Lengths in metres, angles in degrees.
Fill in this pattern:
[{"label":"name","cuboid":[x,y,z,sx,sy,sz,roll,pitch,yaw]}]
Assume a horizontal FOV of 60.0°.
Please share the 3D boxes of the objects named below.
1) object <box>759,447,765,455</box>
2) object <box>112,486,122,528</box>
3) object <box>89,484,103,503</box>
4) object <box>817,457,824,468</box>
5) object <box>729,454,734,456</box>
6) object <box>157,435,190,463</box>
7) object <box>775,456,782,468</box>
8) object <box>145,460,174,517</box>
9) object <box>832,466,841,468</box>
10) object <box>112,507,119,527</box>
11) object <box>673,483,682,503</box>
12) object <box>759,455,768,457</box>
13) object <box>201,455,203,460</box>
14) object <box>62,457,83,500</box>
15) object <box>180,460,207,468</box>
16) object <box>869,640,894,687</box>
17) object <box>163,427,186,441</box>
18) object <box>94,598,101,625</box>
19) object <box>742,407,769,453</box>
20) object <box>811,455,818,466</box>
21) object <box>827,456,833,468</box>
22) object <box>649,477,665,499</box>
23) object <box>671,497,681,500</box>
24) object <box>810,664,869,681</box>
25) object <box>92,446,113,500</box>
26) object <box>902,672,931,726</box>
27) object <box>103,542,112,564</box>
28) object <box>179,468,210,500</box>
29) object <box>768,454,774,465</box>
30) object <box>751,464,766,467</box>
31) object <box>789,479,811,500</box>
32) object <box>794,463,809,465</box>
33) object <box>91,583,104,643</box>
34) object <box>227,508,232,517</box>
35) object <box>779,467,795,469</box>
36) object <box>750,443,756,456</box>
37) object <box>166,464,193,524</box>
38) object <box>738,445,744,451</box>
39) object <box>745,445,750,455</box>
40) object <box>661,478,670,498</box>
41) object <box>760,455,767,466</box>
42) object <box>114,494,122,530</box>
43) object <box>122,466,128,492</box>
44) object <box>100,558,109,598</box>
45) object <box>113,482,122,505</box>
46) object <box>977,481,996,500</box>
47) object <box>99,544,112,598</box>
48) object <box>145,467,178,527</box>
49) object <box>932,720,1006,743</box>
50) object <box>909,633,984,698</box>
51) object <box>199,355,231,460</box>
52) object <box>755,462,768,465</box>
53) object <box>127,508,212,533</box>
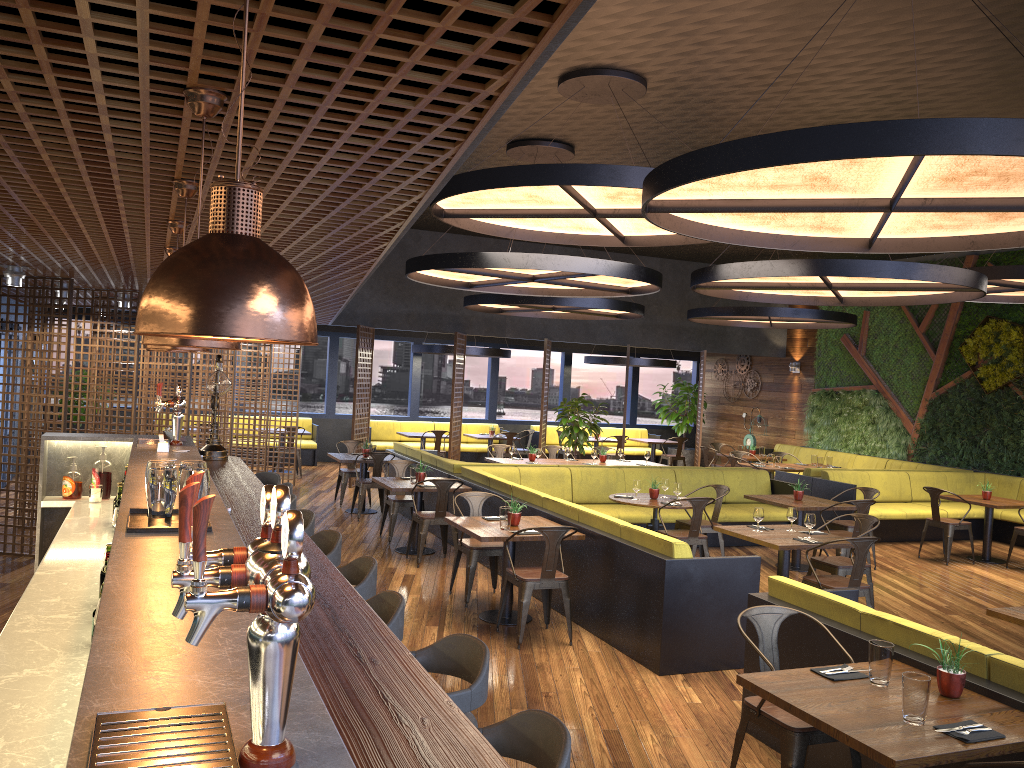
[{"label":"object","cuboid":[4.596,1.246,16.303,0.102,0.178,0.102,3,1,13]},{"label":"object","cuboid":[-2.404,0.749,5.423,0.063,0.254,0.063,3,1,31]},{"label":"object","cuboid":[-2.952,0.777,6.287,0.088,0.123,0.088,3,1,-17]},{"label":"object","cuboid":[5.054,1.288,14.555,0.102,0.178,0.102,3,1,13]},{"label":"object","cuboid":[4.081,1.299,16.232,0.157,0.019,0.255,3,1,-23]},{"label":"object","cuboid":[-2.037,0.385,5.363,0.200,0.106,0.766,3,1,-22]},{"label":"object","cuboid":[4.268,1.248,14.233,0.102,0.178,0.102,3,1,13]},{"label":"object","cuboid":[-1.318,0.393,3.317,0.105,0.209,0.105,3,1,13]},{"label":"object","cuboid":[5.401,1.384,14.847,0.157,0.019,0.255,3,1,-23]},{"label":"object","cuboid":[-2.171,0.790,4.924,0.097,0.206,0.097,3,1,9]},{"label":"object","cuboid":[1.739,1.146,9.319,0.097,0.206,0.097,3,1,3]},{"label":"object","cuboid":[4.719,1.332,16.411,0.157,0.019,0.255,3,1,-23]},{"label":"object","cuboid":[-2.257,0.615,6.413,0.114,0.203,0.069,3,1,12]},{"label":"object","cuboid":[-3.163,0.674,6.390,0.133,0.301,0.133,3,1,-17]},{"label":"object","cuboid":[-1.215,0.398,3.367,0.105,0.209,0.105,3,1,13]},{"label":"object","cuboid":[1.581,1.201,3.806,0.102,0.178,0.102,3,1,-37]},{"label":"object","cuboid":[-2.433,0.361,6.388,0.177,0.091,0.091,4,1,43]},{"label":"object","cuboid":[-1.405,0.850,3.091,0.097,0.206,0.097,3,1,9]},{"label":"object","cuboid":[5.211,1.300,19.079,0.459,1.615,0.848,3,1,-22]},{"label":"object","cuboid":[5.087,1.286,14.935,0.102,0.178,0.102,3,1,-37]},{"label":"object","cuboid":[5.278,1.299,14.739,0.102,0.178,0.102,3,1,-37]},{"label":"object","cuboid":[1.525,1.097,9.525,0.238,0.271,0.260,3,1,-1]},{"label":"object","cuboid":[1.820,1.242,9.613,0.255,0.019,0.157,3,1,-20]},{"label":"object","cuboid":[1.469,1.274,3.934,0.255,0.019,0.157,3,1,-23]},{"label":"object","cuboid":[-2.970,0.642,6.429,0.133,0.385,0.133,3,1,17]},{"label":"object","cuboid":[1.538,1.203,3.384,0.102,0.178,0.102,3,1,13]},{"label":"object","cuboid":[-1.792,0.820,3.993,0.097,0.206,0.097,3,1,27]},{"label":"object","cuboid":[-1.125,0.405,3.136,0.105,0.209,0.105,3,1,13]},{"label":"object","cuboid":[4.260,1.244,14.597,0.102,0.178,0.102,3,1,-37]},{"label":"object","cuboid":[3.939,1.310,14.251,0.157,0.019,0.255,3,1,-23]},{"label":"object","cuboid":[3.275,1.187,10.089,0.260,0.271,0.238,3,1,13]},{"label":"object","cuboid":[4.905,1.356,14.996,0.157,0.019,0.255,3,1,-23]},{"label":"object","cuboid":[-1.473,0.836,3.218,0.088,0.224,0.088,3,1,7]},{"label":"object","cuboid":[-1.343,0.686,4.187,0.069,0.203,0.114,3,1,-33]},{"label":"object","cuboid":[4.371,1.335,14.107,0.255,0.019,0.157,3,1,-23]},{"label":"object","cuboid":[4.421,1.190,16.296,0.238,0.271,0.260,3,1,-1]},{"label":"object","cuboid":[-1.215,0.399,3.229,0.105,0.209,0.105,3,1,13]},{"label":"object","cuboid":[4.212,1.225,16.338,0.102,0.178,0.102,3,1,-37]},{"label":"object","cuboid":[4.372,1.232,16.487,0.102,0.178,0.102,3,1,13]},{"label":"object","cuboid":[1.673,1.139,9.698,0.097,0.206,0.097,3,1,16]},{"label":"object","cuboid":[4.071,1.236,14.357,0.102,0.178,0.102,3,1,-37]},{"label":"object","cuboid":[-2.320,0.770,5.294,0.088,0.224,0.088,3,1,22]},{"label":"object","cuboid":[-2.783,0.719,6.395,0.063,0.254,0.063,3,1,-35]},{"label":"object","cuboid":[-1.587,0.812,3.496,0.063,0.254,0.063,3,1,-19]},{"label":"object","cuboid":[-2.466,0.744,5.561,0.063,0.254,0.063,3,1,20]},{"label":"object","cuboid":[5.997,1.326,11.214,0.260,0.271,0.238,3,1,17]},{"label":"object","cuboid":[-1.703,0.804,3.741,0.063,0.254,0.063,3,1,-25]},{"label":"object","cuboid":[-1.229,0.400,3.106,0.105,0.209,0.105,3,1,13]},{"label":"object","cuboid":[1.690,1.292,3.307,0.255,0.019,0.157,3,1,-23]},{"label":"object","cuboid":[1.847,1.170,3.725,0.238,0.271,0.260,3,1,-17]},{"label":"object","cuboid":[-2.666,0.206,7.989,0.263,0.944,0.566,3,1,-30]},{"label":"object","cuboid":[4.129,1.316,14.679,0.157,0.019,0.255,3,1,-23]},{"label":"object","cuboid":[-1.247,0.493,3.223,0.273,0.019,0.437,3,1,-22]}]
